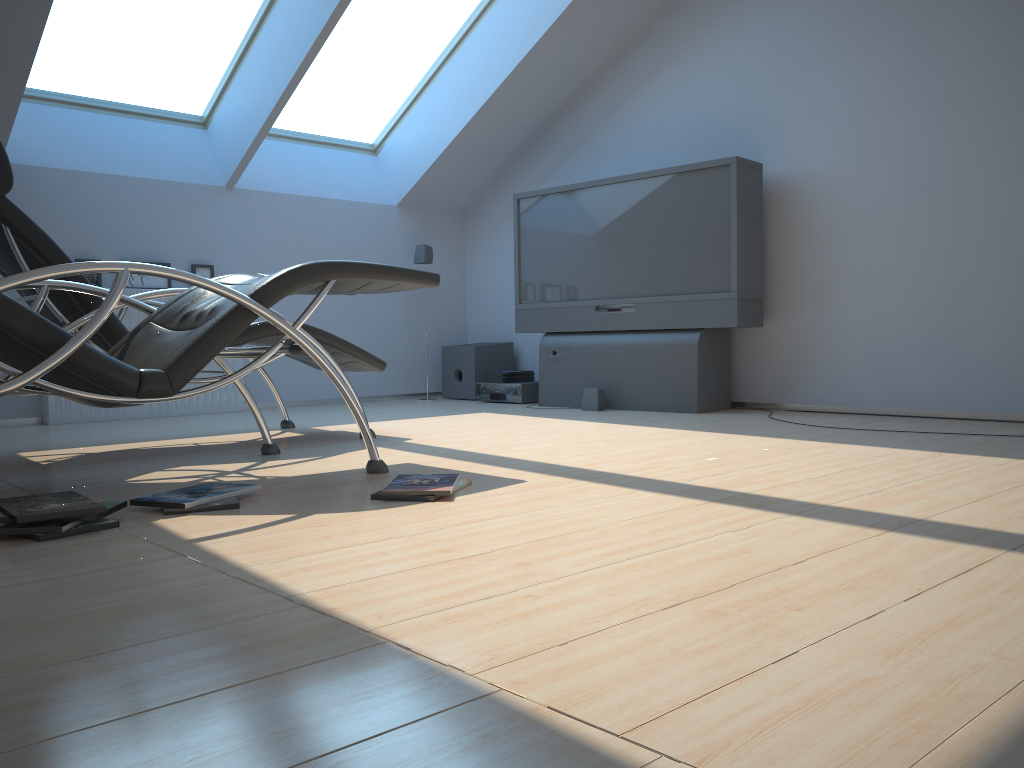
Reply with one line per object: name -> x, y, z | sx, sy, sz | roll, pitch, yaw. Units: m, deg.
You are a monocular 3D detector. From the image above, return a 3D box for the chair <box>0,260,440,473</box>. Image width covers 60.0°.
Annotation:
chair -> -1.240, -0.156, 2.787 | 2.114, 0.953, 0.836 | -3, 4, -42

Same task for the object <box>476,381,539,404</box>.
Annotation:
object -> 0.016, 0.055, 6.421 | 0.450, 0.138, 0.358 | 1, 4, 43

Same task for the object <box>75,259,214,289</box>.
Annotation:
object -> -2.281, -0.673, 5.560 | 0.846, 0.180, 0.030 | -3, 4, -42

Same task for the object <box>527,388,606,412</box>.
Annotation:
object -> 0.269, 0.078, 5.951 | 0.394, 0.141, 1.163 | -2, 3, -13

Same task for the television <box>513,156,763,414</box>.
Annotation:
television -> 0.745, -0.569, 5.647 | 1.686, 1.446, 0.400 | 1, 4, 43

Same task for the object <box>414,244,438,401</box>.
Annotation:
object -> -0.653, -0.464, 6.747 | 0.158, 1.181, 0.160 | -3, 4, -42

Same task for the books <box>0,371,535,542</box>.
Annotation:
books -> -0.236, 0.127, 4.213 | 1.045, 0.222, 4.790 | 0, 3, 15

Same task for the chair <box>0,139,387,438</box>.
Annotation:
chair -> -1.522, -0.349, 3.842 | 1.938, 1.251, 0.836 | -3, 4, -42

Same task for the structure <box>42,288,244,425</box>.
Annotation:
structure -> -2.229, -0.191, 5.586 | 1.324, 0.800, 0.120 | -3, 4, -42

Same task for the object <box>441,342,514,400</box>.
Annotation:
object -> -0.266, -0.107, 6.876 | 0.401, 0.424, 0.400 | -3, 4, -42
